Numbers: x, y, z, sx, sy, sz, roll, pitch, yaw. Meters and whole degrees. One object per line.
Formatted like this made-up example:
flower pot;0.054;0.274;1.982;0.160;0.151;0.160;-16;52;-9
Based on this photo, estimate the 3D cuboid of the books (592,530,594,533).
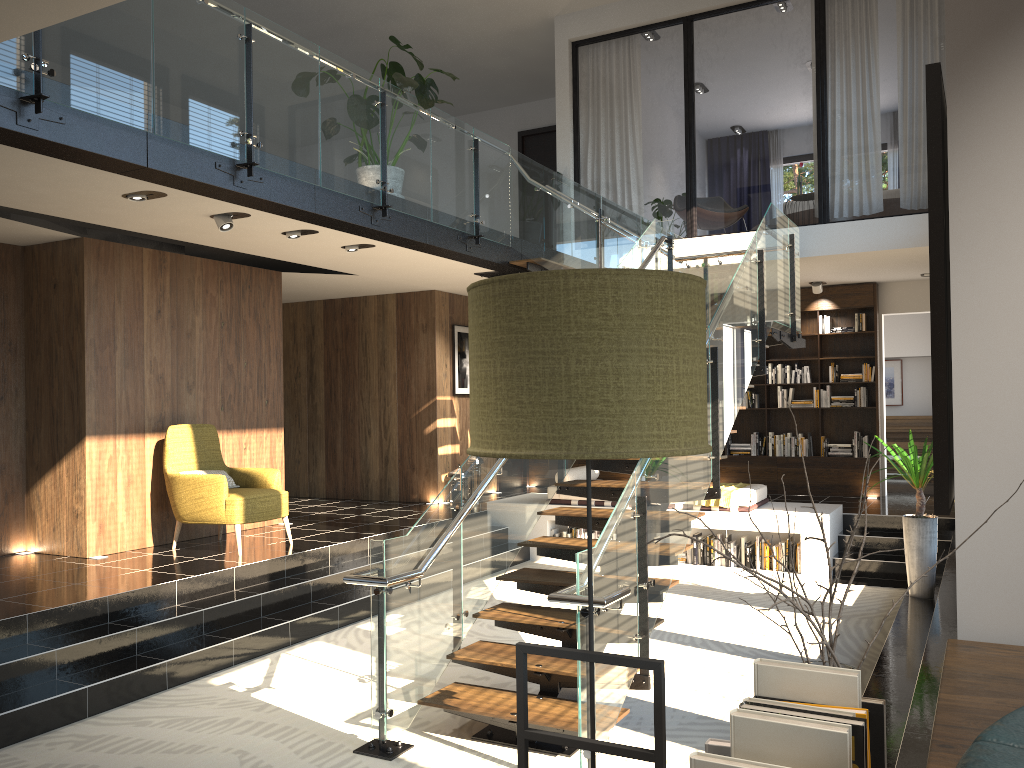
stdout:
books;0.879;1.767;9.903;0.021;0.313;0.139;-1;-1;28

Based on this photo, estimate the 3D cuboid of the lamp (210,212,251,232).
lamp;-2.135;-1.285;6.721;0.346;0.247;0.195;-1;-1;28

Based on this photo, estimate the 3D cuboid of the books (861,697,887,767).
books;0.509;0.625;1.406;0.156;0.263;0.026;-1;-1;28

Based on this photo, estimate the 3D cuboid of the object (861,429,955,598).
object;3.274;1.040;7.161;0.876;1.338;0.830;-1;-1;17

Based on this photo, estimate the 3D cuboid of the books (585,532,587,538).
books;0.855;1.783;9.906;0.025;0.282;0.149;-1;-1;28

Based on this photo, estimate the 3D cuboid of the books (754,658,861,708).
books;0.464;0.601;1.396;0.160;0.312;0.035;-1;-1;28

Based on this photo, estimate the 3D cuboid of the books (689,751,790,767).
books;0.301;0.605;1.060;0.177;0.294;0.025;-1;-1;28

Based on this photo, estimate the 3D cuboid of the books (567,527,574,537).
books;0.670;1.772;10.021;0.029;0.314;0.163;-1;-1;28

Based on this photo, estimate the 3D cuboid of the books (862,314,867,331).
books;4.450;-0.771;11.193;0.028;0.226;0.165;-1;-1;28

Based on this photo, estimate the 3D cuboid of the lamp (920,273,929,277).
lamp;4.950;-1.351;10.510;0.195;0.158;0.346;-1;-1;28

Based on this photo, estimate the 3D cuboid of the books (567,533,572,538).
books;0.678;1.801;9.976;0.027;0.254;0.204;-1;-1;28

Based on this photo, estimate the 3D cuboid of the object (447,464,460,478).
object;-0.671;1.261;11.303;0.262;0.483;0.262;-1;-1;28

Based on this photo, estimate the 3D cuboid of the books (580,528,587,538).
books;0.821;1.756;9.924;0.051;0.338;0.187;-1;-1;28

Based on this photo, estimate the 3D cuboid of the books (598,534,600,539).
books;0.999;1.800;9.930;0.026;0.247;0.149;-1;-1;28

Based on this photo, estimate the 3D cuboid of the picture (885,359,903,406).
picture;4.768;0.020;15.198;3.544;0.748;0.035;-2;-1;28

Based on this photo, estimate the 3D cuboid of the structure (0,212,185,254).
structure;-5.967;-0.012;7.183;1.964;3.017;6.662;-1;-1;28

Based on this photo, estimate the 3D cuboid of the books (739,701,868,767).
books;0.403;0.605;1.231;0.169;0.298;0.032;-1;-1;28

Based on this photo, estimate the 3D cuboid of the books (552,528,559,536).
books;0.497;1.791;10.103;0.024;0.286;0.130;-1;-1;28

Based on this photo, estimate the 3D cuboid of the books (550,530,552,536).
books;0.482;1.800;10.128;0.025;0.270;0.156;-1;-1;28

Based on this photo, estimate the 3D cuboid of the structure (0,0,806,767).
structure;-0.111;-0.095;6.628;3.448;4.867;7.280;-1;-1;27

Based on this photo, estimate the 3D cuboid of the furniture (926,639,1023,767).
furniture;1.639;0.805;0.421;2.610;0.822;1.365;-2;-1;28

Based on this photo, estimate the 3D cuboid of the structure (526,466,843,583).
structure;1.624;0.362;9.996;3.782;3.244;1.149;-1;-1;28

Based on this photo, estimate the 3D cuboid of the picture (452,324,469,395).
picture;-0.579;-0.313;11.826;0.028;0.911;0.748;-1;-1;28

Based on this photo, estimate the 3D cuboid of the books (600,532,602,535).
books;1.020;1.780;9.917;0.025;0.285;0.137;-1;-1;28

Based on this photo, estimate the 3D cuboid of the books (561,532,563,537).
books;0.601;1.803;10.069;0.030;0.256;0.145;-1;-1;28

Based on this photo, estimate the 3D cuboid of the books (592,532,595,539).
books;0.929;1.787;9.889;0.021;0.270;0.148;-1;-1;28

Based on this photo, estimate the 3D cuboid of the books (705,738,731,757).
books;0.368;0.627;1.217;0.202;0.255;0.025;-1;-1;28

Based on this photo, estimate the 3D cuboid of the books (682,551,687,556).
books;1.757;1.816;9.517;0.249;0.026;0.148;-2;-1;26

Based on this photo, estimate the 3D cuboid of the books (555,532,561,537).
books;0.536;1.812;10.069;0.027;0.241;0.150;-1;-1;28

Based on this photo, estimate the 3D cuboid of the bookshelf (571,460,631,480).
bookshelf;1.026;0.177;13.053;1.703;2.682;0.273;-1;-1;28

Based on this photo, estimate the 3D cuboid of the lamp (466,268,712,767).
lamp;0.224;0.546;1.651;0.637;1.445;0.437;0;-1;-36

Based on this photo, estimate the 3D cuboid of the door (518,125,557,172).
door;0.537;-2.651;13.217;0.931;2.347;0.104;-1;-1;28

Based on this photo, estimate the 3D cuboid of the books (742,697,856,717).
books;0.426;0.618;1.317;0.160;0.276;0.030;-1;-1;28

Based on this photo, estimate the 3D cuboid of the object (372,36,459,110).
object;-1.162;-2.346;8.131;1.465;1.554;1.260;-1;-1;16

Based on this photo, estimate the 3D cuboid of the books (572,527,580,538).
books;0.728;1.766;9.953;0.030;0.322;0.202;-1;-1;28

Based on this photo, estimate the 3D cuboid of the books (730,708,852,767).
books;0.371;0.601;1.183;0.155;0.305;0.032;-1;-1;28

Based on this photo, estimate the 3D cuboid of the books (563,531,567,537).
books;0.629;1.793;10.012;0.035;0.273;0.200;-1;-1;28

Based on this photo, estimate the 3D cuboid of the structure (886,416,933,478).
structure;4.329;1.047;15.216;6.277;0.981;0.886;-2;-1;28

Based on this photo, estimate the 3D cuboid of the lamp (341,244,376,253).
lamp;-1.403;-1.300;8.088;0.346;0.177;0.195;-1;-1;28

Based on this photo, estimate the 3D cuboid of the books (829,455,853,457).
books;4.201;0.916;11.318;0.273;0.025;0.156;-2;-1;26

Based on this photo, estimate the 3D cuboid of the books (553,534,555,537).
books;0.511;1.818;10.078;0.024;0.229;0.171;-1;-1;28

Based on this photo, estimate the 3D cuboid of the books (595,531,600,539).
books;0.958;1.774;9.900;0.020;0.295;0.102;-1;-1;28

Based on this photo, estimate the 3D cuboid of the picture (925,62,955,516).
picture;1.033;-0.187;2.115;0.028;0.911;0.748;-1;-1;28

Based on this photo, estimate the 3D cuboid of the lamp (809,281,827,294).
lamp;3.830;-1.260;11.110;0.195;0.277;0.346;-1;-1;28

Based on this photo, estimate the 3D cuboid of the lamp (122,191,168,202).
lamp;-2.502;-1.340;6.037;0.346;0.158;0.195;-2;-1;28

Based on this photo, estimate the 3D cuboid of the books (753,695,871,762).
books;0.458;0.625;1.362;0.173;0.262;0.030;-1;-1;28

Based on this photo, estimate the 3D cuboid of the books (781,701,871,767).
books;0.461;0.618;1.329;0.150;0.274;0.025;-1;-1;28

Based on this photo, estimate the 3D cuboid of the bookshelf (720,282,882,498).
bookshelf;3.692;0.103;11.624;2.090;2.682;0.273;-1;-1;28

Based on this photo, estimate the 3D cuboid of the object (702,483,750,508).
object;2.301;1.348;9.644;0.466;0.510;1.166;-1;-1;28

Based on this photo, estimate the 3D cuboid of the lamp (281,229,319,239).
lamp;-1.769;-1.310;7.404;0.346;0.177;0.195;-1;-1;28

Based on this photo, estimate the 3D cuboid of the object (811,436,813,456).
object;3.897;0.808;11.525;0.020;0.262;0.047;-1;-1;28

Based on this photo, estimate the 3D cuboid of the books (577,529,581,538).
books;0.778;1.771;9.924;0.028;0.309;0.211;-1;-1;28

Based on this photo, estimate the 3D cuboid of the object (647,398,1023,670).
object;0.491;0.395;1.542;0.607;0.744;0.406;-1;-1;-12
